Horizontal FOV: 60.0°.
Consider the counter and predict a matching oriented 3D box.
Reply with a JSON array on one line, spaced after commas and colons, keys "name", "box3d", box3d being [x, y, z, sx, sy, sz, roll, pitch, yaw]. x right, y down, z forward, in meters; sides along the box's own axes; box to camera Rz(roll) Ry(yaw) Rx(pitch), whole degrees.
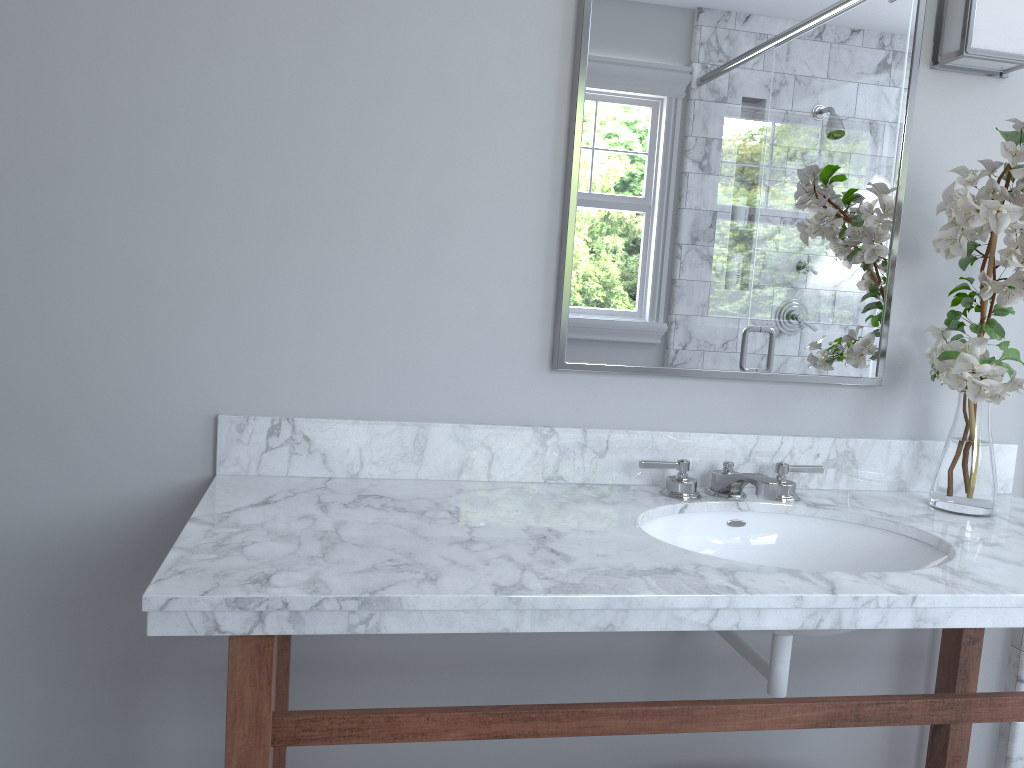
[{"name": "counter", "box3d": [0.307, 0.617, 1.516, 1.657, 0.983, 0.638, 3, 6, -11]}]

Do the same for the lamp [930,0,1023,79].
[{"name": "lamp", "box3d": [0.948, -0.760, 1.752, 0.175, 0.266, 0.091, 3, 6, -11]}]

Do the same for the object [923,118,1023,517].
[{"name": "object", "box3d": [0.872, -0.096, 1.614, 0.225, 0.706, 0.374, 6, 7, 19]}]

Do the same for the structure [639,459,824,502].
[{"name": "structure", "box3d": [0.426, 0.183, 1.716, 0.256, 0.069, 0.295, 9, 8, 38]}]

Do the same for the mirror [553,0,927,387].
[{"name": "mirror", "box3d": [0.455, -0.497, 1.720, 0.694, 0.977, 0.030, 3, 6, -11]}]

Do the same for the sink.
[{"name": "sink", "box3d": [0.443, 0.397, 1.508, 0.517, 0.270, 0.494, 9, 8, 37]}]
